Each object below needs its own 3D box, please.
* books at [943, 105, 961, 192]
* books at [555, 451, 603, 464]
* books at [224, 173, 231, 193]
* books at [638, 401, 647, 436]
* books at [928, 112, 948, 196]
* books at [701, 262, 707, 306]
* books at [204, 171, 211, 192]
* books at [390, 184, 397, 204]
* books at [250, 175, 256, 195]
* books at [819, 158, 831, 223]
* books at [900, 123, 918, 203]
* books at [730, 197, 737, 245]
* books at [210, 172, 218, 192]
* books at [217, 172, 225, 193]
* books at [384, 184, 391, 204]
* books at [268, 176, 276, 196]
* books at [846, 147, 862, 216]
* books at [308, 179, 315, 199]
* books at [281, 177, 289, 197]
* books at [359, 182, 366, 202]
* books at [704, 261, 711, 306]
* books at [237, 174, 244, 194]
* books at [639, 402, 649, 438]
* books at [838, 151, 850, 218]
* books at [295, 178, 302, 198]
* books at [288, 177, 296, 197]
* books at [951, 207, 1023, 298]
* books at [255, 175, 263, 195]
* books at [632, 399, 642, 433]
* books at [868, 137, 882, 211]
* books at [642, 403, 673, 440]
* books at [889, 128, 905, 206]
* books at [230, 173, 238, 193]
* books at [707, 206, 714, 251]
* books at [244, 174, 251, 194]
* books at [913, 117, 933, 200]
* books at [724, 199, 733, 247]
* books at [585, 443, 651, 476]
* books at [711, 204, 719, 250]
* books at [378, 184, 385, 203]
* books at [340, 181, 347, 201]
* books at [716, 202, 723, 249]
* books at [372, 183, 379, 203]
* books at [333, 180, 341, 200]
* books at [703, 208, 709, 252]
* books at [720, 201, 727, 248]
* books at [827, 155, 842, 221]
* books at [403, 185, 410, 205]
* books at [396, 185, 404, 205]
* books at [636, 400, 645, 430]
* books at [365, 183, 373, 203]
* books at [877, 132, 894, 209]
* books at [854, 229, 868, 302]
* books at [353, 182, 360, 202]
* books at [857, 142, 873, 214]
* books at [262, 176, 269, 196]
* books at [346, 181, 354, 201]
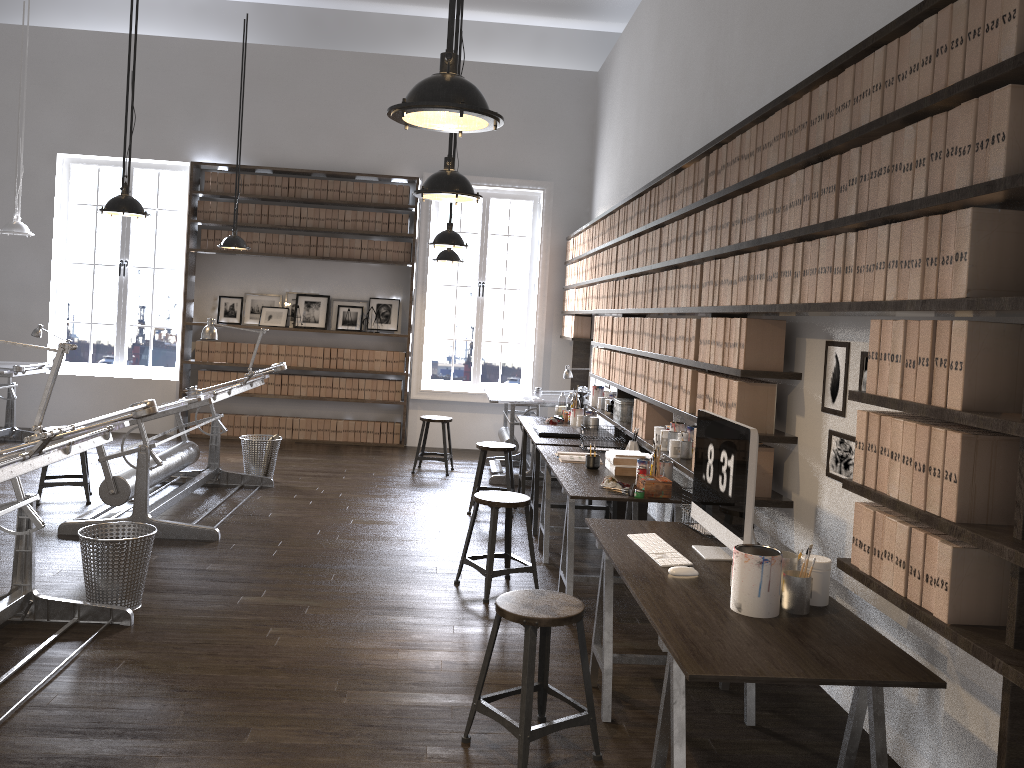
[{"bbox_3d":[1.213,-0.592,2.274,0.174,0.225,0.067,3,2,-4],"label":"books"},{"bbox_3d":[0.411,0.449,5.481,0.256,0.029,0.355,3,4,-4],"label":"books"},{"bbox_3d":[-3.130,-2.210,9.806,0.066,0.225,0.175,3,2,-4],"label":"books"},{"bbox_3d":[0.909,0.226,5.719,0.174,0.225,0.067,3,2,-4],"label":"books"},{"bbox_3d":[1.206,-0.597,2.343,0.174,0.225,0.067,3,2,-4],"label":"books"},{"bbox_3d":[1.045,-0.492,4.422,0.174,0.225,0.067,3,2,-4],"label":"books"},{"bbox_3d":[-3.343,-2.221,9.784,0.067,0.225,0.175,3,2,-4],"label":"books"},{"bbox_3d":[-1.326,-2.112,9.934,0.066,0.225,0.175,3,2,-4],"label":"books"},{"bbox_3d":[-2.856,-2.195,9.824,0.066,0.225,0.175,3,2,-4],"label":"books"},{"bbox_3d":[1.159,-0.652,3.043,0.174,0.225,0.067,3,2,-4],"label":"books"},{"bbox_3d":[1.194,-0.608,2.485,0.174,0.225,0.067,3,2,-4],"label":"books"},{"bbox_3d":[1.091,-0.728,4.017,0.174,0.225,0.067,3,2,-4],"label":"books"},{"bbox_3d":[-3.271,-2.217,9.789,0.066,0.225,0.175,3,2,-4],"label":"books"},{"bbox_3d":[-3.199,-2.213,9.798,0.066,0.225,0.175,3,2,-4],"label":"books"},{"bbox_3d":[-1.393,-2.116,9.923,0.067,0.225,0.175,3,2,-4],"label":"books"},{"bbox_3d":[-2.652,-2.184,9.839,0.066,0.225,0.175,3,2,-4],"label":"books"},{"bbox_3d":[1.169,-0.635,2.823,0.174,0.225,0.067,3,2,-4],"label":"books"},{"bbox_3d":[-2.224,-2.161,9.867,0.066,0.225,0.175,3,2,-4],"label":"books"},{"bbox_3d":[-2.510,-2.176,9.850,0.066,0.225,0.175,3,2,-4],"label":"books"},{"bbox_3d":[-1.665,-2.131,9.909,0.066,0.225,0.175,3,2,-4],"label":"books"},{"bbox_3d":[1.045,-0.487,4.358,0.174,0.225,0.067,3,2,-4],"label":"books"},{"bbox_3d":[-2.990,-2.202,9.810,0.067,0.225,0.175,3,2,-4],"label":"books"},{"bbox_3d":[0.910,0.232,5.648,0.174,0.225,0.067,3,2,-4],"label":"books"},{"bbox_3d":[1.169,-0.640,2.895,0.174,0.225,0.067,3,2,-4],"label":"books"},{"bbox_3d":[-2.362,-2.168,9.861,0.066,0.225,0.175,3,2,-4],"label":"books"},{"bbox_3d":[-2.435,-2.172,9.850,0.067,0.225,0.175,3,2,-4],"label":"books"},{"bbox_3d":[1.198,-0.317,2.197,0.174,0.225,0.067,3,2,-4],"label":"books"},{"bbox_3d":[-2.789,-2.191,9.824,0.067,0.225,0.175,3,2,-4],"label":"books"},{"bbox_3d":[0.893,0.215,5.856,0.174,0.225,0.067,3,2,-4],"label":"books"},{"bbox_3d":[1.183,-0.624,2.682,0.174,0.225,0.067,3,2,-4],"label":"books"},{"bbox_3d":[0.919,0.238,5.577,0.174,0.225,0.067,3,2,-4],"label":"books"},{"bbox_3d":[1.191,-0.613,2.548,0.174,0.225,0.067,3,2,-4],"label":"books"},{"bbox_3d":[-3.061,-2.206,9.809,0.066,0.225,0.175,3,2,-4],"label":"books"},{"bbox_3d":[1.060,-0.756,4.365,0.174,0.225,0.067,3,2,-4],"label":"books"},{"bbox_3d":[-2.918,-2.198,9.818,0.066,0.225,0.175,3,2,-4],"label":"books"},{"bbox_3d":[1.197,-0.603,2.413,0.174,0.225,0.067,3,2,-4],"label":"books"},{"bbox_3d":[1.080,-0.735,4.091,0.174,0.225,0.067,3,2,-4],"label":"books"},{"bbox_3d":[0.619,0.434,5.096,0.385,0.147,0.295,3,4,-4],"label":"books"},{"bbox_3d":[1.065,-0.750,4.293,0.174,0.225,0.067,3,2,-4],"label":"books"},{"bbox_3d":[-1.460,-2.120,9.923,0.066,0.225,0.175,3,2,-4],"label":"books"},{"bbox_3d":[-1.875,-2.142,9.888,0.066,0.225,0.175,3,2,-4],"label":"books"},{"bbox_3d":[1.073,-0.745,4.231,0.174,0.225,0.067,3,2,-4],"label":"books"},{"bbox_3d":[-1.522,-2.123,9.917,0.066,0.225,0.175,3,2,-4],"label":"books"},{"bbox_3d":[-1.947,-2.145,9.883,0.067,0.225,0.175,3,2,-4],"label":"books"},{"bbox_3d":[1.058,-0.762,4.438,0.174,0.225,0.067,3,2,-4],"label":"books"},{"bbox_3d":[1.080,-0.740,4.165,0.174,0.225,0.067,3,2,-4],"label":"books"},{"bbox_3d":[1.158,-0.647,2.969,0.174,0.225,0.067,3,2,-4],"label":"books"},{"bbox_3d":[-1.185,-2.105,9.940,0.066,0.225,0.175,3,2,-4],"label":"books"},{"bbox_3d":[-1.256,-2.109,9.939,0.066,0.225,0.175,3,2,-4],"label":"books"},{"bbox_3d":[0.904,0.221,5.790,0.174,0.225,0.067,3,2,-4],"label":"books"},{"bbox_3d":[-1.594,-2.127,9.910,0.067,0.225,0.175,3,2,-4],"label":"books"},{"bbox_3d":[1.182,-0.619,2.615,0.174,0.225,0.067,3,2,-4],"label":"books"},{"bbox_3d":[1.164,-0.360,2.747,0.174,0.225,0.067,3,2,-4],"label":"books"},{"bbox_3d":[-1.734,-2.134,9.906,0.066,0.225,0.175,3,2,-4],"label":"books"},{"bbox_3d":[1.178,-0.629,2.753,0.174,0.225,0.067,3,2,-4],"label":"books"},{"bbox_3d":[-2.722,-2.188,9.834,0.066,0.225,0.175,3,2,-4],"label":"books"},{"bbox_3d":[-1.803,-2.138,9.897,0.066,0.225,0.175,3,2,-4],"label":"books"}]
